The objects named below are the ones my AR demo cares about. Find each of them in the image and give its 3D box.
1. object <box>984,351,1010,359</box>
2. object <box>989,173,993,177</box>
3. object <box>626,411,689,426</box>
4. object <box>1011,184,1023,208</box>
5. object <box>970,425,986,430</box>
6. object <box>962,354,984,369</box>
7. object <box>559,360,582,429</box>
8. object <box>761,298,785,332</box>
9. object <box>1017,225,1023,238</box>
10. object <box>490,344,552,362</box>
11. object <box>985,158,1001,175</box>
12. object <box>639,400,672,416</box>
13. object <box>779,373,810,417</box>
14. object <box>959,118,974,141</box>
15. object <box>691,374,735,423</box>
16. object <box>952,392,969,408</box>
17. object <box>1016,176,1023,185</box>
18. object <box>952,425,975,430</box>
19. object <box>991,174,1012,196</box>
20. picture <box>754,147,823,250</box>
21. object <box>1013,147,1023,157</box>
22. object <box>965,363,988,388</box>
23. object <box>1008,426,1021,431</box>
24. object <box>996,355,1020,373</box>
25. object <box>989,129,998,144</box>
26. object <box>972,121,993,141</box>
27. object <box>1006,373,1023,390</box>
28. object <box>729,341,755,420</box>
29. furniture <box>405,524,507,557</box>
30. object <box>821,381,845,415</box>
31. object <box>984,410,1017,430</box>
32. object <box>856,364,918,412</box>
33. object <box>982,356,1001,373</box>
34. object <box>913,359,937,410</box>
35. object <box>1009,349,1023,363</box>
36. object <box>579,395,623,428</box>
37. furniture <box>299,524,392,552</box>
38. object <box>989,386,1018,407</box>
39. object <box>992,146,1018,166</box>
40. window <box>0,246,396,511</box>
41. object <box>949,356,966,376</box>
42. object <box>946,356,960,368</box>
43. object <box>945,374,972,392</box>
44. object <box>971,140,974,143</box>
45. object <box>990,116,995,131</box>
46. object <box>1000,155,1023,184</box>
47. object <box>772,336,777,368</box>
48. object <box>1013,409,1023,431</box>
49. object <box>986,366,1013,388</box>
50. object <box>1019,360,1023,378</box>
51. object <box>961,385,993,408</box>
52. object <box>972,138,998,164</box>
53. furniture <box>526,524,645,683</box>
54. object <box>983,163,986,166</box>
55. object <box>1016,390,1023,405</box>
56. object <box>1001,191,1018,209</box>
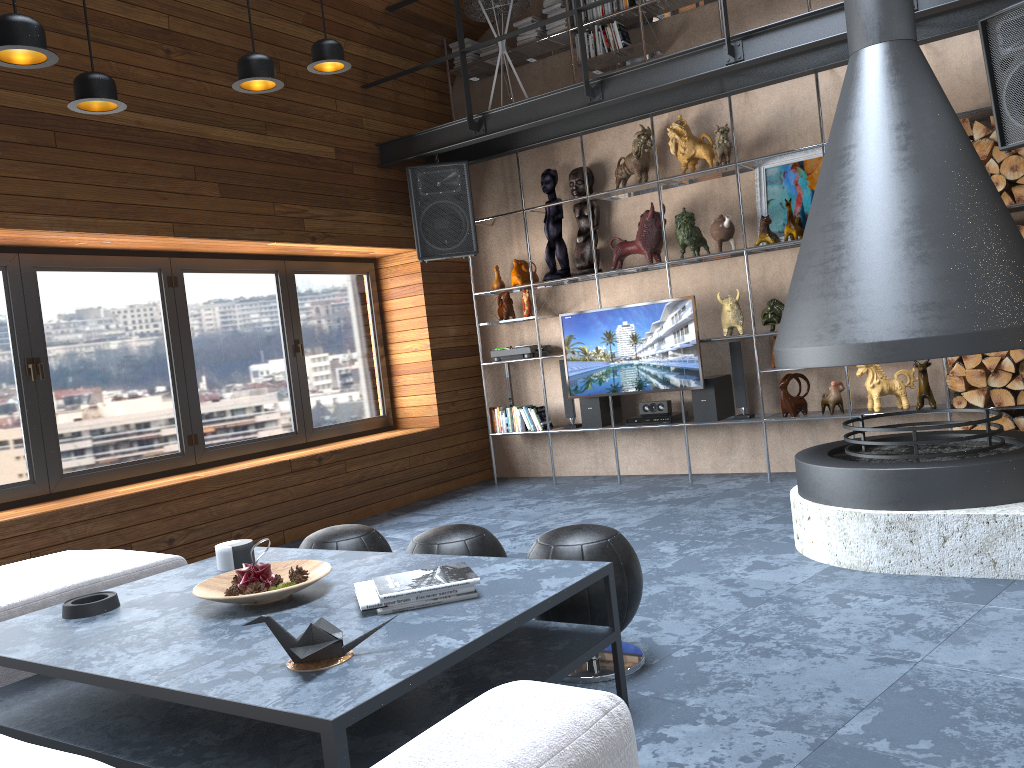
[{"bbox_3d":[2.894,-0.218,5.247,0.164,0.128,0.322,-5,2,33],"label":"object"},{"bbox_3d":[2.768,-1.184,5.219,0.147,0.118,0.288,-5,3,38],"label":"object"},{"bbox_3d":[1.069,0.257,6.532,0.360,0.058,0.325,-5,3,34],"label":"object"},{"bbox_3d":[2.958,-1.084,5.103,0.126,0.112,0.287,-5,3,35],"label":"object"},{"bbox_3d":[2.809,0.264,5.318,0.128,0.107,0.329,-5,3,34],"label":"object"},{"bbox_3d":[2.757,-0.172,5.297,0.112,0.153,0.291,-5,2,31],"label":"object"},{"bbox_3d":[0.447,0.074,6.893,0.112,0.533,0.112,-5,2,34],"label":"object"},{"bbox_3d":[1.820,-0.468,5.917,0.403,0.221,0.192,-7,2,-19],"label":"object"},{"bbox_3d":[2.955,-0.857,5.124,0.151,0.119,0.299,-5,3,37],"label":"object"},{"bbox_3d":[0.066,-0.260,7.148,0.404,0.114,0.320,-5,3,34],"label":"object"},{"bbox_3d":[2.796,-1.251,5.174,0.101,0.110,0.331,-5,2,32],"label":"object"},{"bbox_3d":[1.057,0.179,6.525,0.223,0.101,0.080,-5,2,34],"label":"object"},{"bbox_3d":[1.875,0.073,5.918,0.249,0.290,0.114,-8,2,-30],"label":"object"},{"bbox_3d":[2.669,-1.489,5.245,0.129,0.118,0.299,-5,2,32],"label":"object"},{"bbox_3d":[1.425,0.101,6.301,0.175,0.303,0.343,-5,2,34],"label":"object"},{"bbox_3d":[2.735,0.081,5.388,0.103,0.110,0.312,-5,2,31],"label":"object"},{"bbox_3d":[2.954,-1.151,5.069,0.095,0.088,0.303,-5,3,36],"label":"object"},{"bbox_3d":[2.741,0.299,5.368,0.111,0.121,0.310,-5,2,33],"label":"object"},{"bbox_3d":[2.829,-1.146,5.134,0.103,0.110,0.312,-5,3,38],"label":"object"},{"bbox_3d":[1.916,-1.256,5.974,0.544,0.625,0.136,-5,2,34],"label":"picture"},{"bbox_3d":[2.934,-1.293,5.070,0.111,0.121,0.310,-5,3,35],"label":"object"},{"bbox_3d":[2.782,-0.055,5.307,0.115,0.131,0.374,-5,2,30],"label":"object"},{"bbox_3d":[2.957,0.295,5.231,0.107,0.098,0.330,-5,2,30],"label":"object"},{"bbox_3d":[2.917,-0.118,5.212,0.101,0.110,0.331,-5,3,36],"label":"object"},{"bbox_3d":[2.829,-1.414,5.140,0.098,0.115,0.362,-5,3,35],"label":"object"},{"bbox_3d":[2.744,-1.457,5.148,0.107,0.121,0.289,-5,2,33],"label":"object"},{"bbox_3d":[2.956,-0.019,5.196,0.103,0.098,0.330,-5,2,31],"label":"object"},{"bbox_3d":[1.577,-0.028,6.124,0.112,0.533,0.112,-5,2,34],"label":"object"},{"bbox_3d":[-0.199,0.744,3.214,0.402,0.462,0.401,-8,2,-36],"label":"furniture"},{"bbox_3d":[2.073,0.088,5.784,0.119,0.220,0.212,-7,2,-22],"label":"object"},{"bbox_3d":[2.892,0.215,5.235,0.164,0.128,0.322,-5,2,33],"label":"object"},{"bbox_3d":[2.372,-0.014,5.604,0.375,0.363,0.170,-7,2,0],"label":"object"},{"bbox_3d":[2.840,-0.124,5.244,0.107,0.098,0.330,-5,2,30],"label":"object"},{"bbox_3d":[2.540,-0.025,5.468,0.116,0.358,0.198,-6,2,27],"label":"object"},{"bbox_3d":[2.987,-0.183,5.167,0.128,0.107,0.329,-5,3,34],"label":"object"},{"bbox_3d":[0.680,0.168,6.808,0.175,0.303,0.343,-5,2,34],"label":"object"},{"bbox_3d":[-0.651,0.787,3.481,0.402,0.462,0.401,-7,2,-16],"label":"furniture"},{"bbox_3d":[2.901,0.063,5.231,0.135,0.114,0.299,-5,2,32],"label":"object"},{"bbox_3d":[2.858,-1.315,5.117,0.128,0.107,0.329,-5,2,34],"label":"object"},{"bbox_3d":[-2.658,-0.055,4.927,0.101,1.522,5.937,-5,2,34],"label":"window"},{"bbox_3d":[2.705,-0.111,5.354,0.107,0.110,0.331,-5,2,32],"label":"object"},{"bbox_3d":[2.687,-0.162,5.370,0.097,0.120,0.308,-5,2,30],"label":"object"},{"bbox_3d":[2.705,-0.016,5.368,0.110,0.109,0.321,-5,3,35],"label":"object"},{"bbox_3d":[2.685,-1.378,5.219,0.098,0.090,0.303,-5,3,35],"label":"object"},{"bbox_3d":[2.850,-1.490,5.130,0.102,0.103,0.330,-5,3,38],"label":"object"},{"bbox_3d":[2.887,-1.225,5.084,0.143,0.143,0.286,-5,2,35],"label":"object"},{"bbox_3d":[1.832,-0.221,5.945,0.217,0.214,0.108,-8,2,-31],"label":"object"},{"bbox_3d":[2.993,0.226,5.192,0.099,0.131,0.309,-5,2,30],"label":"object"},{"bbox_3d":[2.872,-0.049,5.232,0.147,0.118,0.288,-5,2,30],"label":"object"},{"bbox_3d":[3.038,-0.097,5.166,0.143,0.143,0.286,-5,2,34],"label":"object"},{"bbox_3d":[2.800,0.067,5.307,0.154,0.131,0.362,-5,3,35],"label":"object"},{"bbox_3d":[2.745,-1.346,5.168,0.164,0.128,0.322,-5,3,35],"label":"object"},{"bbox_3d":[0.239,0.703,2.957,0.401,0.462,0.402,-8,3,-41],"label":"furniture"},{"bbox_3d":[2.737,-1.260,5.232,0.107,0.098,0.330,-5,3,38],"label":"object"},{"bbox_3d":[3.006,0.066,5.189,0.087,0.095,0.303,-5,2,34],"label":"object"},{"bbox_3d":[2.883,-1.067,5.149,0.087,0.095,0.303,-5,2,34],"label":"object"}]
